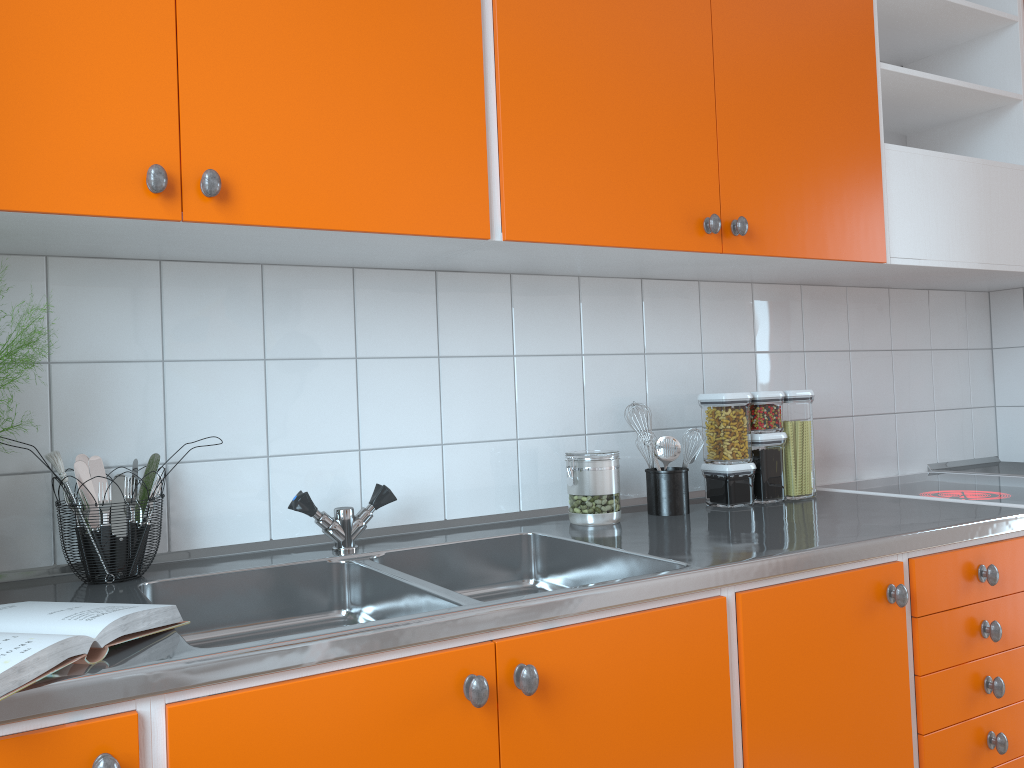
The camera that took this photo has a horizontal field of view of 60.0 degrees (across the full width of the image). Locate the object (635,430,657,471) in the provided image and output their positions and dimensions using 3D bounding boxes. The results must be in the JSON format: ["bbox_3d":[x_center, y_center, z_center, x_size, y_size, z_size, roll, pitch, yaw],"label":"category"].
[{"bbox_3d":[0.306,0.194,1.954,0.045,0.190,0.106,-3,-1,22],"label":"object"}]

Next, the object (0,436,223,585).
[{"bbox_3d":[-0.653,0.199,1.467,0.175,0.244,0.325,-3,-1,37],"label":"object"}]

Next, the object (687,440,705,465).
[{"bbox_3d":[0.386,0.201,1.972,0.119,0.164,0.034,-3,-2,40],"label":"object"}]

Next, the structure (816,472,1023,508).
[{"bbox_3d":[1.195,0.688,2.205,0.613,0.865,0.738,-2,-1,-30],"label":"structure"}]

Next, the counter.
[{"bbox_3d":[0.407,0.327,1.805,3.077,0.132,0.686,-2,-1,-30],"label":"counter"}]

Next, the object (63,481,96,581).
[{"bbox_3d":[-0.711,0.240,1.454,0.071,0.163,0.020,-3,-2,29],"label":"object"}]

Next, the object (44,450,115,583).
[{"bbox_3d":[-0.682,0.211,1.397,0.098,0.218,0.018,-2,-2,-30],"label":"object"}]

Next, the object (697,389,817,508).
[{"bbox_3d":[0.589,0.148,2.108,0.298,0.261,0.095,-2,-2,-30],"label":"object"}]

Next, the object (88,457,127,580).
[{"bbox_3d":[-0.662,0.219,1.491,0.135,0.199,0.074,-3,-2,40],"label":"object"}]

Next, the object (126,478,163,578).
[{"bbox_3d":[-0.611,0.238,1.474,0.021,0.158,0.077,-3,-2,27],"label":"object"}]

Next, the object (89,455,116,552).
[{"bbox_3d":[-0.685,0.221,1.506,0.076,0.198,0.022,-3,-2,24],"label":"object"}]

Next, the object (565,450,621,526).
[{"bbox_3d":[0.173,0.219,1.879,0.117,0.150,0.117,-2,-1,4],"label":"object"}]

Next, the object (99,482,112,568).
[{"bbox_3d":[-0.677,0.243,1.477,0.020,0.153,0.086,-2,-1,-24],"label":"object"}]

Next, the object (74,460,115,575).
[{"bbox_3d":[-0.696,0.224,1.484,0.089,0.192,0.024,-3,-2,27],"label":"object"}]

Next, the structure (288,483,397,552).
[{"bbox_3d":[-0.313,0.251,1.651,0.199,0.116,0.049,-2,-1,-30],"label":"structure"}]

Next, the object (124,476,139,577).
[{"bbox_3d":[-0.638,0.238,1.488,0.020,0.163,0.072,-2,-2,-27],"label":"object"}]

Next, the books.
[{"bbox_3d":[-0.567,0.292,1.005,0.233,0.040,0.340,-3,-1,14],"label":"books"}]

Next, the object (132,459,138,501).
[{"bbox_3d":[-0.649,0.224,1.518,0.017,0.190,0.060,-2,-1,-10],"label":"object"}]

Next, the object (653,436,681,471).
[{"bbox_3d":[0.326,0.200,1.933,0.052,0.177,0.088,-2,-1,-21],"label":"object"}]

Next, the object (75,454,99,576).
[{"bbox_3d":[-0.711,0.219,1.495,0.056,0.203,0.025,-4,-2,43],"label":"object"}]

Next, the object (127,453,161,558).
[{"bbox_3d":[-0.634,0.219,1.506,0.024,0.198,0.074,-3,-2,38],"label":"object"}]

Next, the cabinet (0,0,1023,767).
[{"bbox_3d":[0.403,-0.029,1.799,3.079,2.349,0.710,-2,-2,-30],"label":"cabinet"}]

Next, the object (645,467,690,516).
[{"bbox_3d":[0.346,0.241,1.967,0.097,0.105,0.095,-3,-2,41],"label":"object"}]

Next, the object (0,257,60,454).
[{"bbox_3d":[-0.833,0.069,1.278,0.321,0.512,0.286,-1,-2,-35],"label":"object"}]

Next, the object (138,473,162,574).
[{"bbox_3d":[-0.615,0.235,1.496,0.021,0.166,0.054,-3,-2,36],"label":"object"}]

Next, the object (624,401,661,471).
[{"bbox_3d":[0.331,0.163,2.030,0.063,0.251,0.187,-2,-1,-29],"label":"object"}]

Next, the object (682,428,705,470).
[{"bbox_3d":[0.386,0.161,1.938,0.044,0.131,0.077,-1,-2,-38],"label":"object"}]

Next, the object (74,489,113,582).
[{"bbox_3d":[-0.689,0.247,1.453,0.110,0.146,0.019,-3,-2,41],"label":"object"}]
